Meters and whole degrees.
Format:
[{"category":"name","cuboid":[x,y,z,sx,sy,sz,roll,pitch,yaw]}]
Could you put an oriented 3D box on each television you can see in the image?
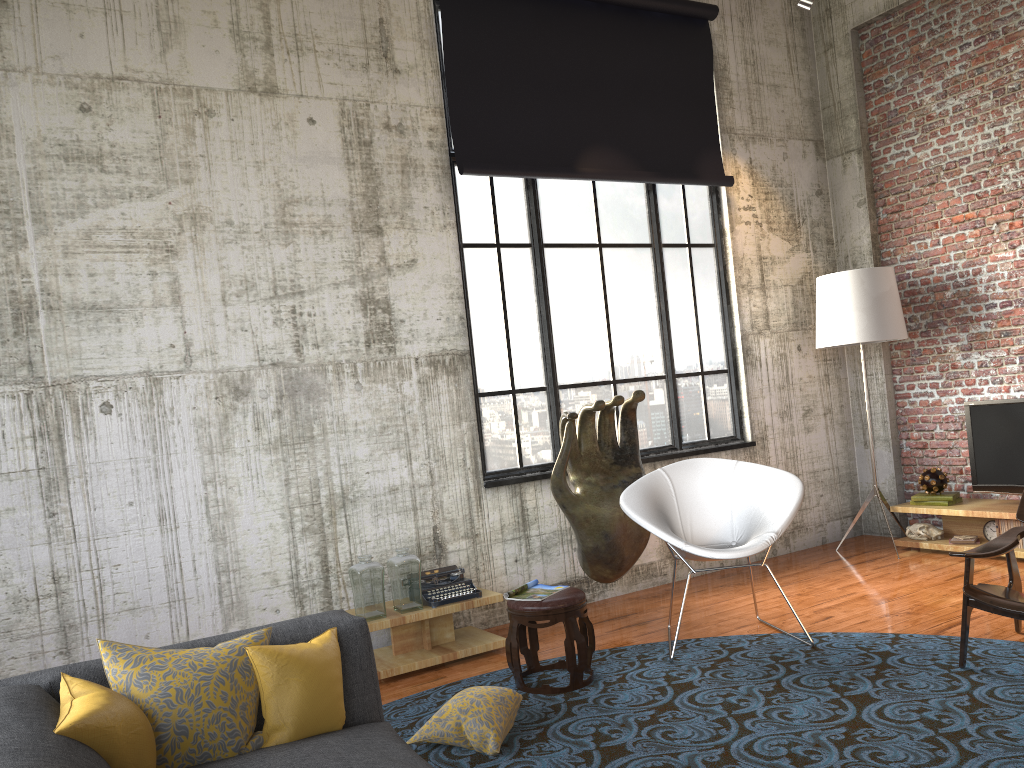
[{"category":"television","cuboid":[3.795,0.483,6.272,0.285,0.793,1.091,-6,0,-44]}]

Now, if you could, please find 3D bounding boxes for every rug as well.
[{"category":"rug","cuboid":[0.938,1.459,2.789,4.850,0.009,4.842,-6,-1,16]}]

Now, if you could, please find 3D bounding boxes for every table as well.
[{"category":"table","cuboid":[-0.533,1.492,5.318,0.874,0.359,0.476,-5,-1,-30]}]

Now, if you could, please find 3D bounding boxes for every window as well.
[{"category":"window","cuboid":[0.664,-1.086,6.691,2.575,3.436,0.050,-6,0,-30]}]

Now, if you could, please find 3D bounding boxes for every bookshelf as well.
[{"category":"bookshelf","cuboid":[4.240,0.997,5.564,0.547,0.359,3.850,-6,-1,-30]}]

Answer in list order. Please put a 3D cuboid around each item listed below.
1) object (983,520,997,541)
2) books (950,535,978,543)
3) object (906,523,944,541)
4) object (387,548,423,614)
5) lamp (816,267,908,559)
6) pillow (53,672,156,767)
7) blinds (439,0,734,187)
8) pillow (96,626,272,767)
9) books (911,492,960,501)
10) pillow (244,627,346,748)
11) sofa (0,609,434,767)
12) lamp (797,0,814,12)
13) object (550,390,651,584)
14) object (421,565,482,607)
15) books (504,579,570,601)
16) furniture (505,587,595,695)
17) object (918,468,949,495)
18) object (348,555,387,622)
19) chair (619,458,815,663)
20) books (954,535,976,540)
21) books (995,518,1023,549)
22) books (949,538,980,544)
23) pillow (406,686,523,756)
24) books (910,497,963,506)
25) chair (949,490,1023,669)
[{"category":"object","cuboid":[3.601,1.100,6.606,0.068,0.172,0.169,-6,0,-29]},{"category":"books","cuboid":[3.431,1.178,6.723,0.167,0.021,0.210,-7,-2,35]},{"category":"object","cuboid":[3.265,1.162,6.996,0.183,0.133,0.274,-6,-1,-22]},{"category":"object","cuboid":[-0.621,1.140,5.161,0.163,0.361,0.163,-6,0,-28]},{"category":"lamp","cuboid":[2.862,0.228,7.112,0.693,2.243,0.707,-6,0,-8]},{"category":"pillow","cuboid":[-1.072,0.966,2.358,0.228,0.371,0.405,-6,0,-21]},{"category":"blinds","cuboid":[0.631,-2.216,6.526,2.440,1.464,0.151,-6,0,-30]},{"category":"pillow","cuboid":[-0.936,0.938,2.576,0.536,0.446,0.260,-6,0,-23]},{"category":"books","cuboid":[3.343,0.887,6.992,0.302,0.037,0.242,-7,-2,39]},{"category":"pillow","cuboid":[-0.636,0.928,2.716,0.169,0.319,0.434,-6,0,34]},{"category":"sofa","cuboid":[-0.456,1.157,1.676,1.360,0.861,3.008,-6,-1,-29]},{"category":"lamp","cuboid":[2.088,-2.768,6.336,0.226,0.215,0.102,-6,0,11]},{"category":"object","cuboid":[0.582,0.717,5.899,0.727,1.296,0.456,-6,0,-19]},{"category":"object","cuboid":[-0.410,1.224,5.376,0.423,0.153,0.382,-5,-1,-30]},{"category":"books","cuboid":[0.134,1.091,4.695,0.229,0.043,0.300,-7,-1,34]},{"category":"furniture","cuboid":[0.202,1.337,4.690,0.432,0.477,0.431,-6,0,15]},{"category":"object","cuboid":[3.333,0.768,7.007,0.216,0.208,0.215,-6,0,-41]},{"category":"object","cuboid":[-0.819,1.158,5.044,0.162,0.361,0.163,-6,0,-32]},{"category":"chair","cuboid":[1.185,0.964,5.111,1.058,1.030,0.806,-6,0,9]},{"category":"books","cuboid":[3.432,1.160,6.712,0.113,0.016,0.114,-6,-1,-6]},{"category":"books","cuboid":[3.652,1.069,6.407,0.173,0.218,0.232,-6,0,-30]},{"category":"books","cuboid":[3.434,1.197,6.732,0.211,0.020,0.162,-7,-1,27]},{"category":"pillow","cuboid":[-0.165,1.508,4.020,0.481,0.247,0.503,-6,-1,26]},{"category":"books","cuboid":[3.347,0.924,6.992,0.242,0.037,0.302,-5,-2,-38]},{"category":"chair","cuboid":[2.664,0.909,4.147,1.041,0.793,0.876,-5,-1,-40]}]
